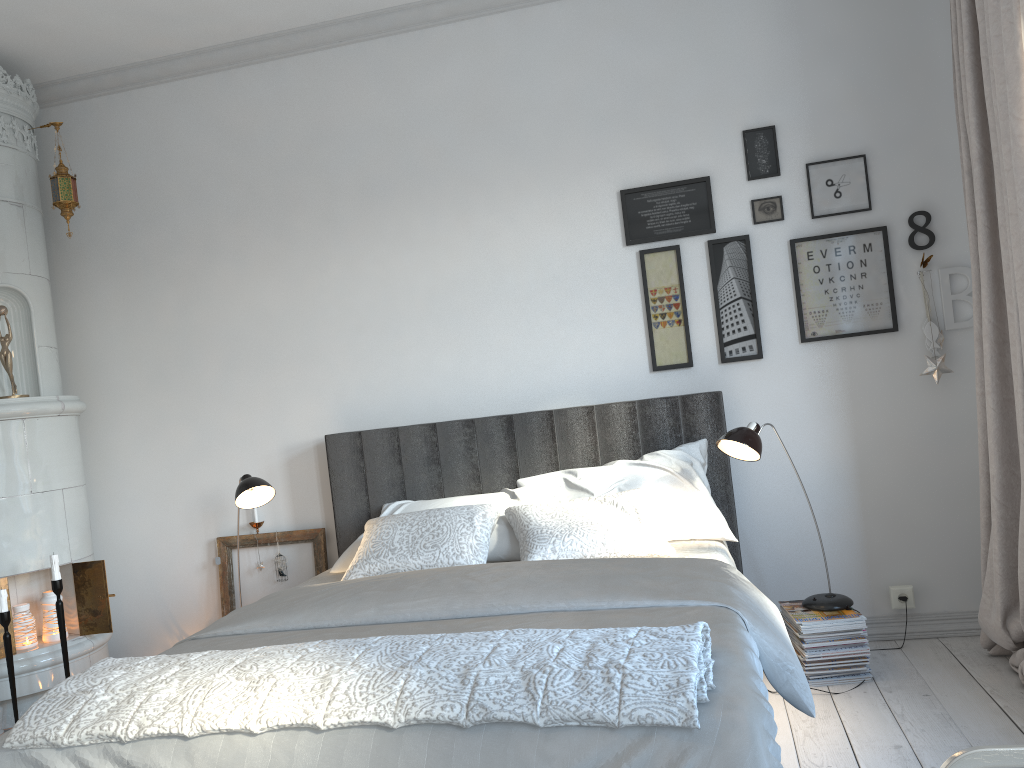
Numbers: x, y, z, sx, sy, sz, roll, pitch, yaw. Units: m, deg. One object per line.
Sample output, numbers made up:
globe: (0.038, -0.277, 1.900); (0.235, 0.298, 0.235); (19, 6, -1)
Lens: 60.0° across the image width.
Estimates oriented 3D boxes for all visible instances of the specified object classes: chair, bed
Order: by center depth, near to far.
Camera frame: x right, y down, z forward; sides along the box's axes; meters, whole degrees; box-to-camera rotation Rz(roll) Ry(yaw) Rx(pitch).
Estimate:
chair: (0.527, 0.664, 0.415); (0.562, 0.797, 0.524); (-7, 0, 12)
bed: (-0.133, 0.649, 2.682); (1.889, 1.046, 2.175); (-7, -1, 12)

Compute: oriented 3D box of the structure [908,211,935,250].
structure: (1.586, -0.596, 3.441); (0.096, 0.151, 0.014); (-7, 0, 12)

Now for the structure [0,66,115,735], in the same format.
structure: (-2.166, 0.083, 3.681); (0.799, 2.836, 1.249); (-7, 0, -33)

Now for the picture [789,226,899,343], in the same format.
picture: (1.311, -0.391, 3.508); (0.365, 0.415, 0.021); (-7, 0, 12)

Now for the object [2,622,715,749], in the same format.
object: (-0.321, 0.620, 1.859); (1.461, 0.104, 0.405); (-7, -1, 12)

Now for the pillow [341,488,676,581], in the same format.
pillow: (-0.025, 0.532, 3.094); (1.147, 0.225, 0.415); (-7, -1, 5)

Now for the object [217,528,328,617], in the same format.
object: (-1.071, 0.990, 4.013); (0.528, 0.630, 0.082); (-7, 0, 12)

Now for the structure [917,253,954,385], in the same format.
structure: (1.611, -0.251, 3.422); (0.134, 0.514, 0.078); (-7, 0, 0)

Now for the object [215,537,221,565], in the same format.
object: (-1.355, 0.767, 4.078); (0.024, 0.126, 0.023); (-7, 0, -4)

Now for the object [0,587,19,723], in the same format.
object: (-1.897, 1.078, 3.356); (0.091, 0.622, 0.091); (-7, 0, -10)

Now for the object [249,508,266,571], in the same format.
object: (-1.159, 0.696, 4.049); (0.067, 0.320, 0.067); (-7, 0, -29)

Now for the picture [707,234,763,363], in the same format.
picture: (0.905, -0.344, 3.596); (0.165, 0.504, 0.020); (-7, 0, 12)

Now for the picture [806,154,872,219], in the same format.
picture: (1.291, -0.779, 3.505); (0.225, 0.220, 0.010); (-7, 0, 12)

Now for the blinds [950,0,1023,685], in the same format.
blinds: (1.546, -0.348, 2.770); (0.225, 2.647, 0.830); (-7, 0, 12)

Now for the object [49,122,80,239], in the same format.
object: (-1.968, -0.889, 3.890); (0.117, 0.505, 0.105); (-7, 0, -14)

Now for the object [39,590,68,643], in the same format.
object: (-1.945, 0.983, 3.757); (0.098, 0.210, 0.098); (-7, 0, 11)

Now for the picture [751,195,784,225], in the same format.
picture: (1.028, -0.699, 3.563); (0.119, 0.098, 0.010); (-7, 0, 12)

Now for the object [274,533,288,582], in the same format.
object: (-1.047, 0.777, 4.012); (0.062, 0.228, 0.063); (-7, 0, 36)

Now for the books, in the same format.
books: (1.129, 0.925, 3.224); (0.245, 0.232, 0.346); (-7, -1, 4)

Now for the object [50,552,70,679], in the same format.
object: (-1.752, 1.014, 3.467); (0.091, 0.718, 0.091); (-7, 0, 21)

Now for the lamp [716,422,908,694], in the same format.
lamp: (1.135, 0.571, 3.210); (0.800, 0.936, 0.450); (-7, 0, -6)

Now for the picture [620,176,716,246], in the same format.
picture: (0.639, -0.709, 3.643); (0.366, 0.232, 0.020); (-7, 0, 12)

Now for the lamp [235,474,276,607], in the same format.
lamp: (-1.184, 0.846, 3.707); (0.826, 0.936, 0.450); (-7, 0, 30)

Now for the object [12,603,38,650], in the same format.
object: (-2.030, 1.007, 3.684); (0.093, 0.180, 0.093); (-7, 0, 16)

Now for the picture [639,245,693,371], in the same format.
picture: (0.636, -0.312, 3.654); (0.165, 0.504, 0.020); (-7, 0, 12)

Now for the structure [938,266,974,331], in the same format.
structure: (1.736, -0.334, 3.419); (0.146, 0.239, 0.024); (-7, 0, 12)

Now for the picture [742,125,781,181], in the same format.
picture: (1.002, -0.928, 3.563); (0.128, 0.202, 0.011); (-7, 0, 12)
